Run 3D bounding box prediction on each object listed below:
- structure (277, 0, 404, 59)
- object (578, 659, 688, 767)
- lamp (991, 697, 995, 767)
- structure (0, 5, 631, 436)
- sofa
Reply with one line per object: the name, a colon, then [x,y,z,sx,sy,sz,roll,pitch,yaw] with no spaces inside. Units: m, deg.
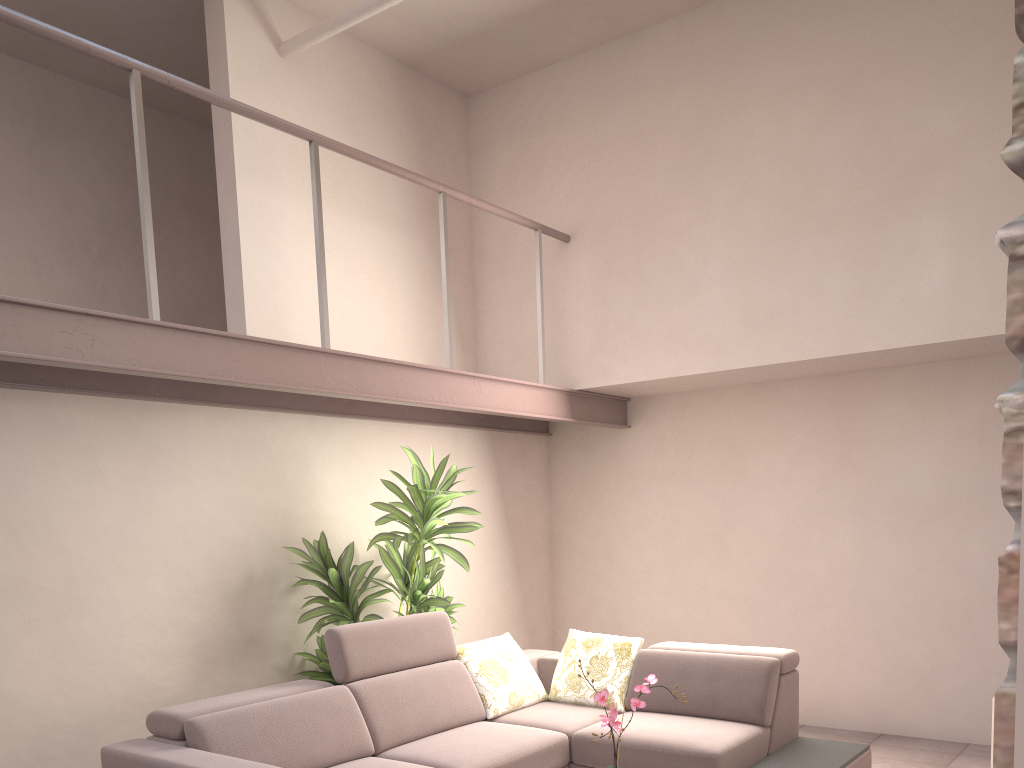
structure: [0.360,-2.155,3.732,4.097,0.334,0.108,-8,1,36]
object: [0.382,1.230,3.107,0.365,0.607,0.297,0,4,31]
lamp: [1.626,1.354,2.678,0.405,0.863,0.385,1,5,37]
structure: [-0.408,0.272,3.007,3.743,3.252,7.238,-3,-5,37]
sofa: [-0.001,1.530,3.906,2.142,0.954,3.174,-6,-8,37]
